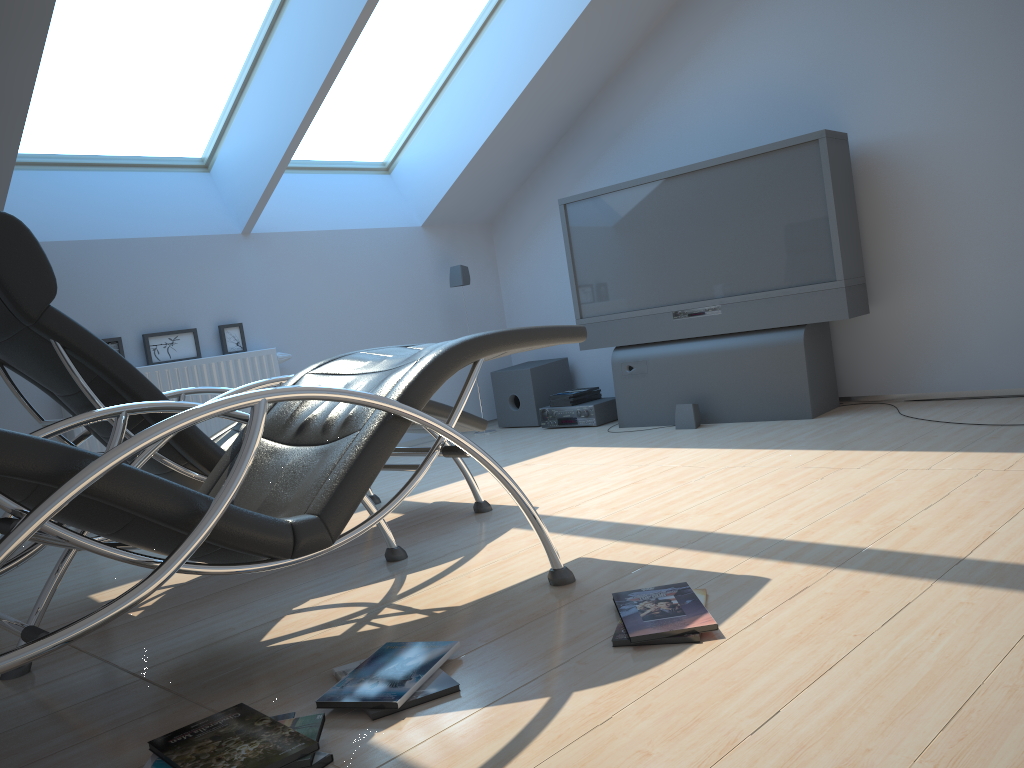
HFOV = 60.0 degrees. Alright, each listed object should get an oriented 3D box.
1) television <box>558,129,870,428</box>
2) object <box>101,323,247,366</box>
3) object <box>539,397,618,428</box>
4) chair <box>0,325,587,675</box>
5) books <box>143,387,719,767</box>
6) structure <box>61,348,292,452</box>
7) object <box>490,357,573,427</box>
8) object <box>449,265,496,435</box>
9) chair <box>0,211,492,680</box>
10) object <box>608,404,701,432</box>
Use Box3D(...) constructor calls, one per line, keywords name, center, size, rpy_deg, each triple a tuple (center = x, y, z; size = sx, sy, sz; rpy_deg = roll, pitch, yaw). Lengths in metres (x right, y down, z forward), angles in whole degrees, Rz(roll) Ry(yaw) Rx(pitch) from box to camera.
Box3D(name="television", center=(1.127, -0.515, 5.116), size=(1.686, 1.446, 0.400), rpy_deg=(-5, 5, 41))
Box3D(name="object", center=(-1.881, -0.206, 4.941), size=(0.846, 0.180, 0.030), rpy_deg=(-12, 5, -44))
Box3D(name="object", center=(0.466, 0.190, 5.882), size=(0.450, 0.138, 0.358), rpy_deg=(-5, 5, 41))
Box3D(name="chair", center=(-0.693, 0.208, 2.209), size=(2.114, 0.953, 0.836), rpy_deg=(-12, 5, -44))
Box3D(name="books", center=(0.295, 0.330, 3.669), size=(1.045, 0.222, 4.790), rpy_deg=(-8, 4, 13))
Box3D(name="structure", center=(-1.765, 0.264, 4.977), size=(1.324, 0.800, 0.120), rpy_deg=(-12, 5, -44))
Box3D(name="object", center=(0.150, 0.060, 6.325), size=(0.401, 0.424, 0.400), rpy_deg=(-12, 5, -44))
Box3D(name="object", center=(-0.277, -0.238, 6.178), size=(0.158, 1.181, 0.160), rpy_deg=(-12, 5, -44))
Box3D(name="chair", center=(-1.032, 0.038, 3.252), size=(1.938, 1.251, 0.836), rpy_deg=(-12, 5, -44))
Box3D(name="object", center=(0.734, 0.186, 5.420), size=(0.394, 0.141, 1.163), rpy_deg=(-10, 4, -15))
